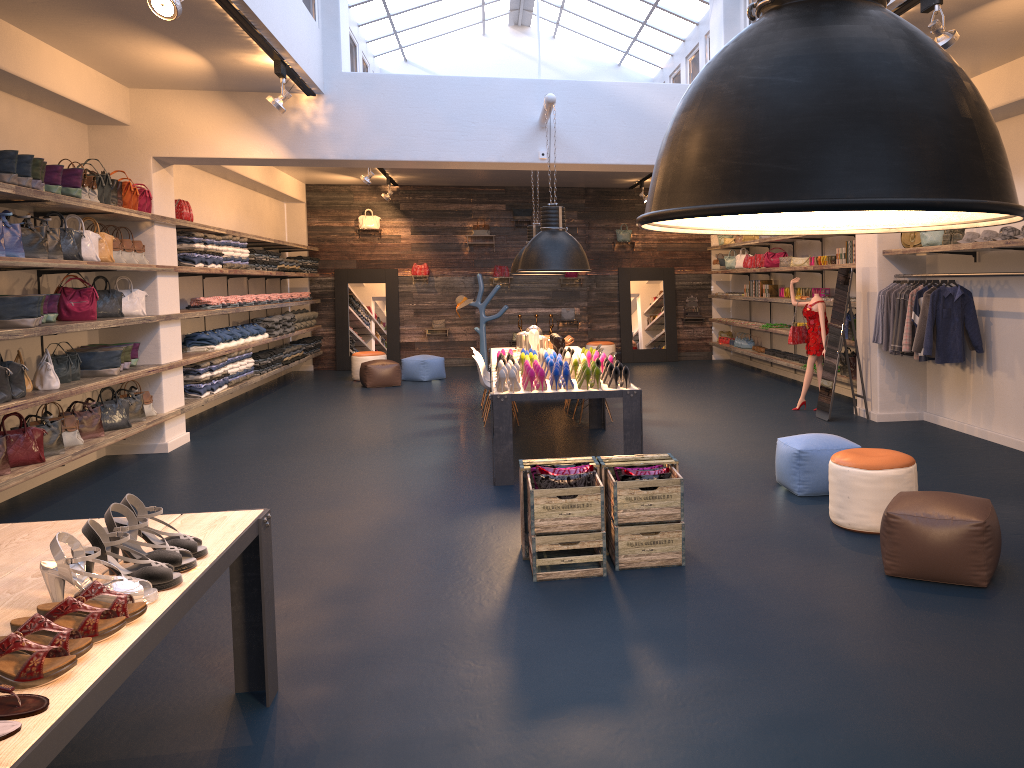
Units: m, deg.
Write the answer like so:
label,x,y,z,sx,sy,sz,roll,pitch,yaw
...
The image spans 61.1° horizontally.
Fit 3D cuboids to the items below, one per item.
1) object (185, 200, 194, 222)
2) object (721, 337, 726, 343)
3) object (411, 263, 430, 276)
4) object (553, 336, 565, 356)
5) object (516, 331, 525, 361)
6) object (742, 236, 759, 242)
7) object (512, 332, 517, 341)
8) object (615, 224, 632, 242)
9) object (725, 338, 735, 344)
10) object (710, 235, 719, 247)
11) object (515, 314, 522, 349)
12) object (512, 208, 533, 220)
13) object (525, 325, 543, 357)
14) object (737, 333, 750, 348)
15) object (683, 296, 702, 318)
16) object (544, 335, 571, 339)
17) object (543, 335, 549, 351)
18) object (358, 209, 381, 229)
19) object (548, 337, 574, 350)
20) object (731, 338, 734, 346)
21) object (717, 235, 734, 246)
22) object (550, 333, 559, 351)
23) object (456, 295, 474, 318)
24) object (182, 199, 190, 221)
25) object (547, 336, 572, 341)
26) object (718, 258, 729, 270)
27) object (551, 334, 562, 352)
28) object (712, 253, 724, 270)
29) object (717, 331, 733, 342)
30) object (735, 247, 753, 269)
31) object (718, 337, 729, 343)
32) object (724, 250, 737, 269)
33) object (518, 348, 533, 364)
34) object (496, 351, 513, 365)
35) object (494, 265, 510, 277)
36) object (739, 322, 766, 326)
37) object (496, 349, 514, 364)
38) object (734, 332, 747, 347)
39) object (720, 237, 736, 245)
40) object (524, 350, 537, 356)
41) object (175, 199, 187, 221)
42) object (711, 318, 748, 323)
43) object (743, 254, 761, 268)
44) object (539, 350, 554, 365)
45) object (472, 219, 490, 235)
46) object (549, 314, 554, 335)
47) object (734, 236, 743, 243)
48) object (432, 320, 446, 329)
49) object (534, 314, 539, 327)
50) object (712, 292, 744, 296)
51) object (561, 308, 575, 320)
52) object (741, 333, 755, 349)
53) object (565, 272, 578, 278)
label,x,y,z,sx,sy,sz,roll,pitch,yaw
object,-3.601,-1.849,9.298,0.332,0.244,0.137,-2,4,-14
object,4.263,-0.864,17.246,0.206,0.118,0.096,2,5,27
object,-1.758,-2.204,16.691,0.336,0.253,0.138,-1,4,2
object,0.540,-0.407,9.883,0.158,0.284,0.150,-1,4,-7
object,0.143,-0.440,9.979,0.180,0.334,0.192,0,4,13
object,4.159,-2.599,15.097,0.339,0.233,0.217,5,7,44
object,0.194,-0.936,17.076,0.393,0.173,0.214,-4,6,-30
object,2.242,-3.030,17.396,0.390,0.365,0.166,-3,4,-21
object,4.290,-0.841,17.043,0.205,0.118,0.097,2,5,28
object,4.196,-2.949,17.460,0.408,0.384,0.201,1,4,15
object,0.106,-0.707,11.697,0.138,0.467,0.141,-1,3,5
object,0.207,-3.325,16.995,0.436,0.231,0.170,-2,5,-16
object,0.247,-0.451,9.733,0.213,0.411,0.191,-2,4,-18
object,4.296,-0.807,16.055,0.257,0.281,0.103,2,4,28
object,3.695,-1.583,17.773,0.368,0.459,0.228,-2,4,-8
object,0.573,-0.546,11.418,0.466,0.202,0.210,-3,5,-22
object,0.338,-0.413,9.929,0.184,0.288,0.165,-2,4,-18
object,-2.698,-3.124,16.458,0.450,0.384,0.182,-3,4,-21
object,0.586,-0.486,10.906,0.471,0.202,0.207,-4,6,-27
object,4.310,-0.876,16.682,0.193,0.278,0.061,0,3,13
object,4.177,-2.881,16.975,0.339,0.365,0.191,3,5,37
object,0.526,-0.465,10.382,0.158,0.284,0.150,-1,4,-7
object,-0.875,-1.431,16.160,0.346,0.439,0.346,-2,4,-9
object,-3.602,-1.837,9.196,0.326,0.244,0.139,-1,4,-7
object,0.579,-0.515,11.151,0.471,0.202,0.207,-4,6,-27
object,4.184,-2.336,16.842,0.387,0.231,0.192,3,6,32
object,0.533,-0.437,10.136,0.158,0.284,0.150,-1,4,-7
object,4.162,-2.450,17.371,0.325,0.334,0.179,3,5,38
object,4.345,-0.970,17.665,0.346,0.233,0.213,2,5,26
object,4.233,-2.289,15.777,0.210,0.384,0.390,-4,6,-43
object,4.257,-0.889,17.456,0.206,0.118,0.096,2,5,27
object,4.144,-2.342,16.304,0.339,0.365,0.191,3,5,37
object,0.160,-0.296,9.359,0.206,0.194,0.238,-1,5,-5
object,-0.069,-0.257,9.042,0.205,0.194,0.246,0,5,6
object,-0.199,-2.203,16.967,0.339,0.254,0.131,-3,4,-21
object,4.255,-1.061,15.287,0.362,0.029,0.871,-1,7,-3
object,-0.065,-0.289,9.309,0.210,0.194,0.234,-2,5,-11
object,4.285,-0.831,16.255,0.260,0.281,0.102,1,4,22
object,4.155,-2.747,16.688,0.251,0.173,0.334,-6,8,-42
object,0.179,-0.264,9.080,0.211,0.194,0.232,-2,5,-14
object,-3.598,-1.826,9.100,0.329,0.244,0.138,-2,4,-11
object,4.214,-1.226,16.725,0.359,0.024,1.843,-1,7,-2
object,4.190,-2.144,15.157,0.311,0.253,0.149,4,7,45
object,0.384,-0.271,9.120,0.206,0.194,0.238,-1,5,-5
object,-0.600,-3.048,16.862,0.351,0.334,0.166,-1,4,2
object,0.545,-0.721,11.781,0.150,0.467,0.129,-3,4,-30
object,4.183,-2.722,15.893,0.111,0.298,0.270,-3,5,-33
object,-1.416,-1.157,16.788,0.290,0.175,0.096,-4,5,-30
object,0.318,-0.713,11.736,0.128,0.467,0.151,1,4,37
object,4.277,-1.749,16.845,0.491,0.060,1.496,-1,7,-2
object,1.124,-1.393,17.275,0.270,0.229,0.080,0,3,7
object,4.308,-0.784,15.855,0.257,0.281,0.103,2,4,28
object,1.174,-2.232,17.250,0.256,0.242,0.211,-2,5,-11
